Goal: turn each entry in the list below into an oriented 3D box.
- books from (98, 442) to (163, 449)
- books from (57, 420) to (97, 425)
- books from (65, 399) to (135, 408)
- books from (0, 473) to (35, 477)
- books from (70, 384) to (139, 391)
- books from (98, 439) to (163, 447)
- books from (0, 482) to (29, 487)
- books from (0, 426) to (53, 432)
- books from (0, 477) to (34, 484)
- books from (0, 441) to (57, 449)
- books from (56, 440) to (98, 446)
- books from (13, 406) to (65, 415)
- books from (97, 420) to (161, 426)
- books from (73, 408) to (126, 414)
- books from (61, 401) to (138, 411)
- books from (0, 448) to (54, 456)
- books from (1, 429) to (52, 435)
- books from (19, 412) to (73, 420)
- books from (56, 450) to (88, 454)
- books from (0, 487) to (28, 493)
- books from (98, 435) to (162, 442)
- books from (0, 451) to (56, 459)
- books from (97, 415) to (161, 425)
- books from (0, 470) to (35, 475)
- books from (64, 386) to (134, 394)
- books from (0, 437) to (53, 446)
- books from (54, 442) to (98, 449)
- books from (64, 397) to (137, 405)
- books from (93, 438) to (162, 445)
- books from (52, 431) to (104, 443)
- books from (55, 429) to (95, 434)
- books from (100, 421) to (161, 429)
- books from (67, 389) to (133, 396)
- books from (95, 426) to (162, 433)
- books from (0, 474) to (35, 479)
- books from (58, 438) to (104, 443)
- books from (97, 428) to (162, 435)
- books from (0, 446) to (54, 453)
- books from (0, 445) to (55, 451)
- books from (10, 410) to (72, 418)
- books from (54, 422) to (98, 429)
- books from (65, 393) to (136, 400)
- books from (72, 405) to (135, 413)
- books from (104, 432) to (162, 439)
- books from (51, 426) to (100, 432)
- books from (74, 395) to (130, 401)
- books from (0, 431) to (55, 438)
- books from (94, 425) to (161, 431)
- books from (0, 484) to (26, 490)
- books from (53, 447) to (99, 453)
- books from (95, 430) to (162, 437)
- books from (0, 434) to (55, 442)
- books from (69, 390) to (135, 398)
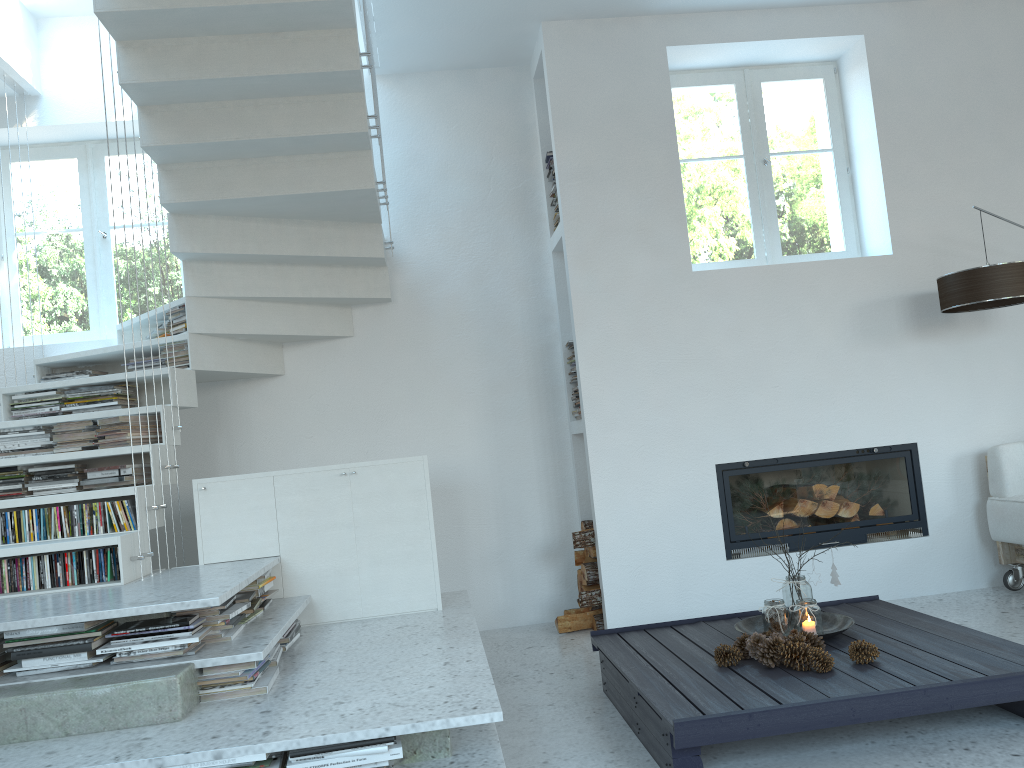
[{"bbox_3d":[-1.730,0.280,4.034,0.183,0.012,0.206,-8,-4,22],"label":"books"},{"bbox_3d":[-1.987,0.180,4.084,0.155,0.009,0.155,-6,-4,-6],"label":"books"},{"bbox_3d":[-1.968,0.095,4.244,0.244,0.014,0.191,-6,-4,7],"label":"books"},{"bbox_3d":[-2.232,0.406,3.908,0.188,0.006,0.198,-5,-4,-10],"label":"books"},{"bbox_3d":[-1.973,0.025,4.280,0.298,0.007,0.134,-6,-4,3],"label":"books"},{"bbox_3d":[-1.726,0.267,4.033,0.189,0.013,0.215,-8,-5,27],"label":"books"},{"bbox_3d":[-2.231,0.447,3.938,0.198,0.010,0.132,-6,-4,-2],"label":"books"},{"bbox_3d":[-2.256,0.213,4.136,0.180,0.014,0.157,-5,-4,-8],"label":"books"},{"bbox_3d":[-2.232,0.431,3.931,0.181,0.022,0.140,-5,-4,-12],"label":"books"},{"bbox_3d":[-2.249,0.286,4.138,0.297,0.012,0.145,-5,-4,-7],"label":"books"},{"bbox_3d":[-1.987,0.273,4.078,0.155,0.013,0.139,-6,-4,-4],"label":"books"},{"bbox_3d":[-2.256,0.133,4.317,0.264,0.018,0.166,-7,-4,13],"label":"books"},{"bbox_3d":[-1.723,0.177,4.032,0.161,0.005,0.254,-8,-5,27],"label":"books"},{"bbox_3d":[-1.962,0.138,4.270,0.258,0.013,0.136,-6,-4,6],"label":"books"},{"bbox_3d":[-1.967,0.109,4.244,0.287,0.013,0.182,-7,-4,8],"label":"books"},{"bbox_3d":[-2.246,0.321,4.138,0.288,0.017,0.136,-5,-4,-8],"label":"books"},{"bbox_3d":[-2.254,0.227,4.132,0.180,0.014,0.157,-5,-4,-10],"label":"books"},{"bbox_3d":[-2.251,0.158,4.327,0.228,0.014,0.149,-6,-4,6],"label":"books"},{"bbox_3d":[-1.992,0.313,4.075,0.132,0.007,0.162,-6,-4,3],"label":"books"},{"bbox_3d":[-2.226,0.472,3.915,0.225,0.012,0.159,-6,-4,2],"label":"books"},{"bbox_3d":[-1.726,0.248,4.033,0.180,0.011,0.222,-8,-5,26],"label":"books"},{"bbox_3d":[-2.242,0.336,4.113,0.287,0.018,0.190,-5,-4,-7],"label":"books"},{"bbox_3d":[-1.732,0.163,4.036,0.157,0.025,0.234,-8,-5,32],"label":"books"},{"bbox_3d":[-2.235,0.399,3.929,0.195,0.012,0.161,-5,-4,-8],"label":"books"},{"bbox_3d":[-1.974,0.033,4.251,0.243,0.013,0.191,-6,-4,5],"label":"books"},{"bbox_3d":[-2.251,0.271,4.140,0.230,0.019,0.143,-5,-4,-7],"label":"books"},{"bbox_3d":[-1.969,0.285,4.078,0.177,0.014,0.200,-6,-4,-1],"label":"books"},{"bbox_3d":[-1.969,0.084,4.252,0.261,0.009,0.187,-6,-4,4],"label":"books"},{"bbox_3d":[-1.737,0.259,4.038,0.189,0.007,0.254,-8,-4,22],"label":"books"},{"bbox_3d":[-1.961,0.241,4.081,0.222,0.035,0.178,-6,-4,-1],"label":"books"},{"bbox_3d":[-1.995,0.221,4.081,0.129,0.012,0.159,-7,-4,9],"label":"books"},{"bbox_3d":[-1.735,0.189,4.038,0.179,0.016,0.184,-8,-4,23],"label":"books"},{"bbox_3d":[-1.973,0.044,4.259,0.240,0.009,0.174,-6,-4,3],"label":"books"},{"bbox_3d":[-1.718,0.206,4.029,0.146,0.007,0.295,-8,-4,25],"label":"books"},{"bbox_3d":[-2.233,0.415,3.926,0.208,0.009,0.160,-5,-4,-10],"label":"books"},{"bbox_3d":[-1.963,0.262,4.079,0.181,0.005,0.188,-6,-4,-6],"label":"books"},{"bbox_3d":[-1.731,0.217,4.035,0.171,0.011,0.231,-8,-5,31],"label":"books"},{"bbox_3d":[-2.247,0.308,4.136,0.254,0.010,0.138,-5,-4,-9],"label":"books"},{"bbox_3d":[-2.247,0.297,4.128,0.179,0.010,0.160,-6,-4,-3],"label":"books"},{"bbox_3d":[-2.254,0.146,4.315,0.275,0.009,0.176,-6,-4,7],"label":"books"},{"bbox_3d":[-1.980,0.193,4.083,0.190,0.017,0.166,-6,-4,-3],"label":"books"},{"bbox_3d":[-1.971,0.063,4.254,0.254,0.007,0.177,-6,-4,2],"label":"books"},{"bbox_3d":[-1.963,0.124,4.272,0.249,0.014,0.130,-6,-4,7],"label":"books"},{"bbox_3d":[-1.715,0.234,4.027,0.138,0.014,0.214,-8,-4,22],"label":"books"},{"bbox_3d":[-1.977,0.207,4.082,0.156,0.012,0.218,-7,-4,10],"label":"books"},{"bbox_3d":[-1.969,0.074,4.264,0.196,0.014,0.154,-6,-4,7],"label":"books"},{"bbox_3d":[-2.252,0.238,4.121,0.203,0.011,0.173,-5,-4,-11],"label":"books"},{"bbox_3d":[-1.719,0.199,4.029,0.146,0.007,0.295,-8,-5,29],"label":"books"},{"bbox_3d":[-2.229,0.459,3.930,0.166,0.015,0.145,-5,-4,-11],"label":"books"},{"bbox_3d":[-1.997,0.302,4.076,0.128,0.016,0.184,-6,-4,2],"label":"books"},{"bbox_3d":[-1.716,0.224,4.028,0.146,0.006,0.295,-8,-5,29],"label":"books"},{"bbox_3d":[-2.252,0.253,4.136,0.239,0.017,0.150,-5,-4,-8],"label":"books"},{"bbox_3d":[-1.971,0.054,4.269,0.257,0.011,0.144,-6,-4,1],"label":"books"}]
